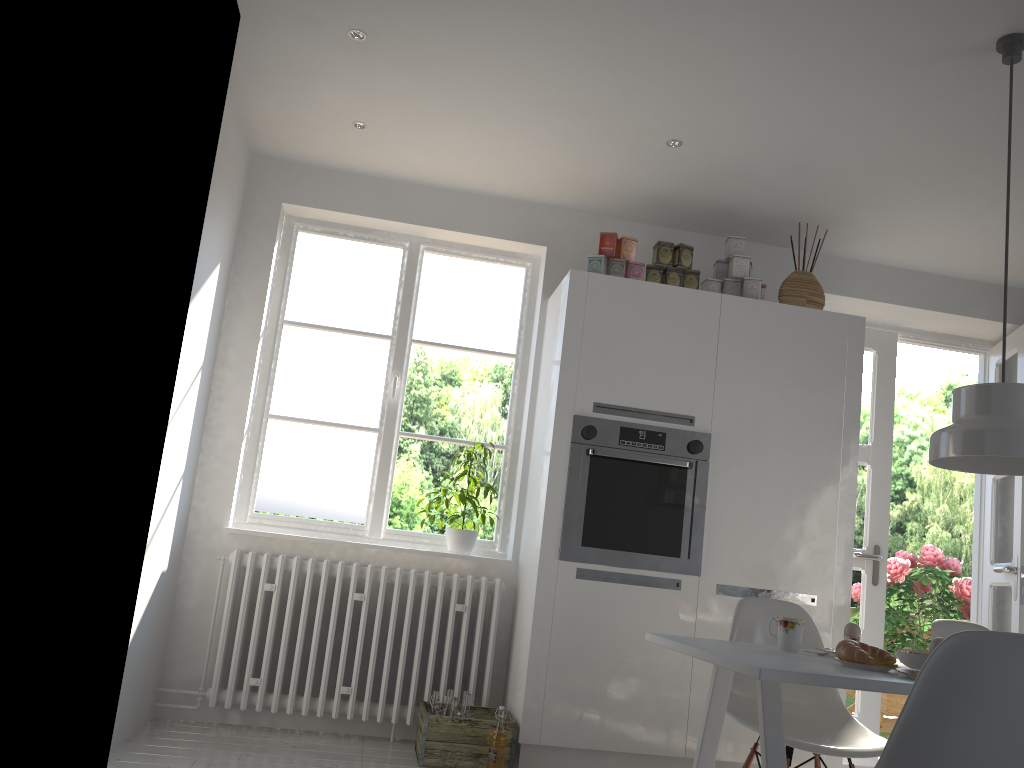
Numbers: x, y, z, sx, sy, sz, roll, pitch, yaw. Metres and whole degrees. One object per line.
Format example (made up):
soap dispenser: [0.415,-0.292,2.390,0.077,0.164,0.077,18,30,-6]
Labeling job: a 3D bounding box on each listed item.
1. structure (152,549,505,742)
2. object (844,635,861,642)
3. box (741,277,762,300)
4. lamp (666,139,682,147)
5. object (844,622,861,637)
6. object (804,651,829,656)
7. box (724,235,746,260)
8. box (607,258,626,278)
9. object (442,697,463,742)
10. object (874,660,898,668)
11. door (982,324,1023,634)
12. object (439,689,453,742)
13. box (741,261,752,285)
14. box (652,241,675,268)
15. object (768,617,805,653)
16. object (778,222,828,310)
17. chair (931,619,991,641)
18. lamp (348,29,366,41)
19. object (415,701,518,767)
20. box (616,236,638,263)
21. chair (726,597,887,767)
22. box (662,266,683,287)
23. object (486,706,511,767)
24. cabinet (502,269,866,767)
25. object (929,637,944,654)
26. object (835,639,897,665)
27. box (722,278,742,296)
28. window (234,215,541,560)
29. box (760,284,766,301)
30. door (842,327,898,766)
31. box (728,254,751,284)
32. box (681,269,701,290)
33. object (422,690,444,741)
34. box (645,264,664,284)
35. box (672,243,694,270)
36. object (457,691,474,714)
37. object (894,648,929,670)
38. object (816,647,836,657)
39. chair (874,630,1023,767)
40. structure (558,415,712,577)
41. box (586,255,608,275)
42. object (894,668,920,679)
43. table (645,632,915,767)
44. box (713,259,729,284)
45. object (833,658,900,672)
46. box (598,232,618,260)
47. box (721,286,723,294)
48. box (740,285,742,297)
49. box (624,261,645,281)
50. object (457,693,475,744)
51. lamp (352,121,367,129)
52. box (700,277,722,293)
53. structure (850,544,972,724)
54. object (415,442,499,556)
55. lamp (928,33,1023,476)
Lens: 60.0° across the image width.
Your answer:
structure: [-1.104,1.109,3.829,2.102,0.756,0.176,8,-9,-8]
object: [1.000,0.772,2.609,0.048,0.057,0.048,0,-12,32]
box: [1.083,-0.419,4.015,0.081,0.110,0.081,5,-10,7]
lamp: [0.662,-0.990,3.610,0.064,0.030,0.064,10,-11,-15]
object: [1.004,0.735,2.615,0.048,0.062,0.048,7,-10,-4]
object: [0.885,0.784,2.592,0.032,0.011,0.140,9,-11,-11]
box: [1.037,-0.625,4.130,0.081,0.110,0.081,6,-10,2]
box: [0.463,-0.499,3.976,0.081,0.110,0.081,7,-10,-3]
object: [-0.243,1.386,3.540,0.066,0.254,0.065,13,-11,-35]
object: [0.918,0.703,2.225,0.109,0.036,0.071,-3,-14,39]
door: [2.543,0.868,4.577,0.156,2.312,0.606,5,-9,12]
object: [-0.276,1.423,3.748,0.065,0.254,0.066,0,-11,34]
box: [1.077,-0.507,4.136,0.081,0.110,0.081,4,-10,17]
box: [0.682,-0.579,4.007,0.081,0.110,0.081,8,-10,-8]
object: [0.801,0.727,2.566,0.078,0.095,0.091,10,-11,-21]
object: [1.342,-0.519,4.081,0.229,0.449,0.091,8,-9,-7]
chair: [1.619,1.196,2.874,0.465,0.796,0.545,9,-10,-13]
lamp: [-0.540,-1.231,3.101,0.064,0.030,0.064,10,-11,-15]
object: [-0.195,1.449,3.652,0.374,0.202,0.321,8,-11,-8]
box: [0.513,-0.599,4.004,0.081,0.110,0.081,10,-10,-18]
chair: [0.893,1.092,2.771,0.465,0.796,0.545,8,-10,-9]
box: [0.719,-0.464,4.002,0.081,0.110,0.081,8,-10,-8]
object: [-0.054,1.392,3.445,0.065,0.265,0.066,0,-11,33]
cabinet: [0.769,0.667,4.006,1.378,2.084,0.516,8,-9,-8]
object: [1.020,0.636,2.113,0.048,0.062,0.048,7,-10,-4]
object: [0.897,0.690,2.273,0.161,0.057,0.124,17,-15,-42]
box: [1.005,-0.418,4.063,0.081,0.110,0.081,5,-10,7]
window: [-0.568,0.019,4.301,1.287,1.554,0.117,8,-9,-8]
box: [1.126,-0.399,4.091,0.081,0.110,0.081,5,-10,7]
door: [1.728,0.808,4.747,0.602,2.312,0.157,8,-9,-8]
box: [1.039,-0.527,4.058,0.081,0.110,0.081,7,-10,-3]
box: [0.804,-0.452,4.010,0.081,0.110,0.081,6,-10,2]
object: [-0.329,1.401,3.665,0.065,0.254,0.066,4,-10,18]
box: [0.640,-0.473,4.001,0.081,0.110,0.081,5,-10,7]
box: [0.766,-0.568,4.011,0.081,0.110,0.081,12,-11,-27]
object: [-0.208,1.433,3.757,0.065,0.254,0.066,5,-9,8]
object: [1.123,0.751,2.405,0.158,0.058,0.159,10,-12,-18]
object: [0.997,0.798,2.605,0.201,0.015,0.202,-2,-14,36]
chair: [0.975,0.934,1.934,0.465,0.796,0.546,6,-10,6]
structure: [0.563,0.499,3.855,0.727,0.605,0.323,8,-10,-8]
box: [0.380,-0.512,3.958,0.081,0.110,0.081,3,-11,22]
object: [1.013,0.699,2.103,0.201,0.015,0.202,5,-11,7]
table: [1.329,1.135,2.380,1.827,0.656,0.818,8,-11,-8]
box: [0.985,-0.517,4.144,0.081,0.110,0.081,6,-10,2]
object: [0.899,0.716,2.252,0.158,0.015,0.158,15,-14,-37]
box: [0.431,-0.615,3.977,0.081,0.110,0.081,5,-10,12]
box: [0.961,-0.401,4.178,0.081,0.110,0.081,16,-13,-42]
box: [1.050,-0.398,4.138,0.081,0.110,0.081,5,-10,12]
box: [0.545,-0.486,3.991,0.081,0.110,0.081,9,-10,-13]
object: [-0.196,1.420,3.686,0.065,0.254,0.066,5,-9,8]
lamp: [-0.647,-1.109,3.769,0.064,0.030,0.064,10,-11,-15]
box: [0.916,-0.423,4.089,0.081,0.110,0.081,8,-10,-8]
structure: [2.855,1.761,6.191,1.176,1.272,1.269,8,-10,-6]
object: [-0.240,0.529,4.143,0.375,0.527,0.329,10,-10,-17]
lamp: [1.465,-0.411,2.623,0.373,1.315,0.376,3,-10,23]
